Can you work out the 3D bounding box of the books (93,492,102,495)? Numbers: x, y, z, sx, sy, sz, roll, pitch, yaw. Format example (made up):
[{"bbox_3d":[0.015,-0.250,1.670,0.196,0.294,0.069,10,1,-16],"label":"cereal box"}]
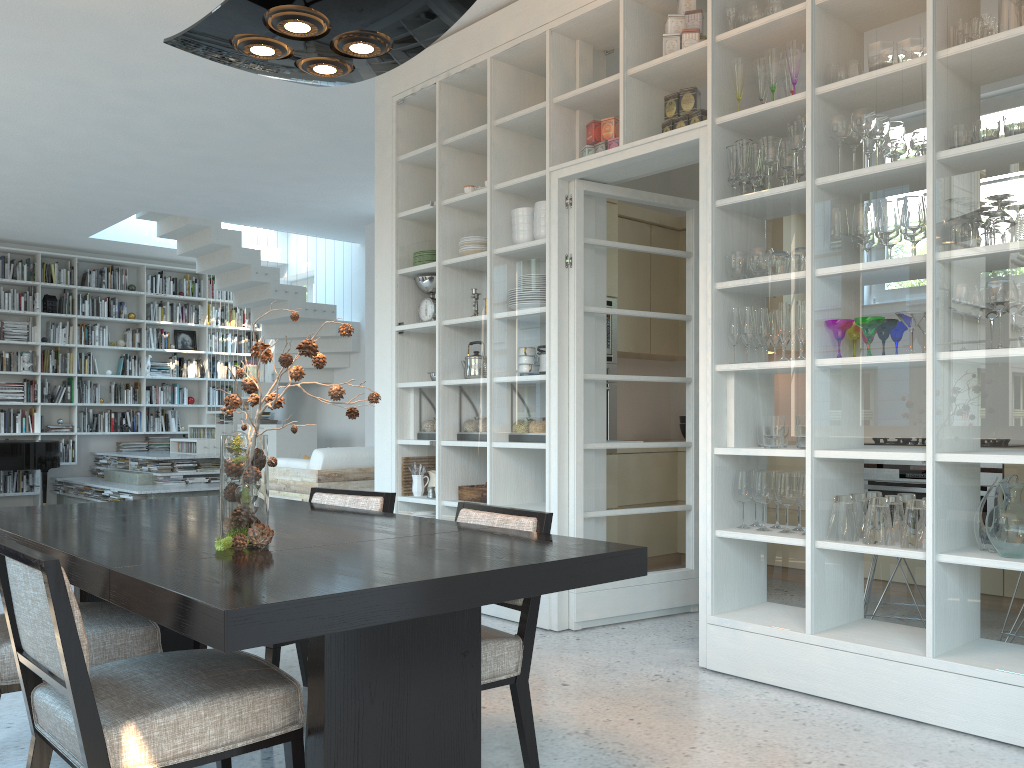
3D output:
[{"bbox_3d":[-4.562,0.923,9.897,0.244,0.025,0.160,-1,-1,43],"label":"books"}]

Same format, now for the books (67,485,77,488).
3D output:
[{"bbox_3d":[-5.191,0.903,10.584,0.180,0.015,0.294,1,-1,-44],"label":"books"}]

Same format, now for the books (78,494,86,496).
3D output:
[{"bbox_3d":[-4.973,0.981,10.359,0.180,0.014,0.157,-1,-1,45],"label":"books"}]

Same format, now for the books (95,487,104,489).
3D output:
[{"bbox_3d":[-4.556,0.860,9.904,0.160,0.008,0.239,1,-1,-41],"label":"books"}]

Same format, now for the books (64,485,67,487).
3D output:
[{"bbox_3d":[-5.381,0.915,10.827,0.143,0.019,0.230,1,-1,-41],"label":"books"}]

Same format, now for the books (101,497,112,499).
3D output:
[{"bbox_3d":[-4.358,0.948,9.669,0.180,0.008,0.267,1,-1,-43],"label":"books"}]

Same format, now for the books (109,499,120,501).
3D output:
[{"bbox_3d":[-4.161,0.949,9.440,0.191,0.006,0.275,1,-1,-40],"label":"books"}]

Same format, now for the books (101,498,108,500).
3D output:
[{"bbox_3d":[-4.355,0.964,9.671,0.171,0.005,0.297,1,-1,-43],"label":"books"}]

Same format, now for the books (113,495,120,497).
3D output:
[{"bbox_3d":[-4.150,0.910,9.452,0.150,0.004,0.290,1,-1,-38],"label":"books"}]

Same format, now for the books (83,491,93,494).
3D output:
[{"bbox_3d":[-4.772,0.934,10.124,0.182,0.013,0.287,1,-1,-41],"label":"books"}]

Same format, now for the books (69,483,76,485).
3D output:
[{"bbox_3d":[-5.184,0.874,10.592,0.159,0.006,0.285,1,-1,-40],"label":"books"}]

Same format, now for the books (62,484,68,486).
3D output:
[{"bbox_3d":[-5.390,0.901,10.819,0.160,0.009,0.291,1,-1,-40],"label":"books"}]

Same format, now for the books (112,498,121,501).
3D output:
[{"bbox_3d":[-4.150,0.943,9.451,0.170,0.006,0.268,1,-1,-42],"label":"books"}]

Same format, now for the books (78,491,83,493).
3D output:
[{"bbox_3d":[-4.972,0.948,10.360,0.164,0.012,0.205,1,-1,-42],"label":"books"}]

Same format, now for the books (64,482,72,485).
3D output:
[{"bbox_3d":[-5.379,0.885,10.830,0.135,0.014,0.297,1,-1,-41],"label":"books"}]

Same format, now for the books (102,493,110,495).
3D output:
[{"bbox_3d":[-4.360,0.907,9.668,0.182,0.017,0.180,-1,-1,45],"label":"books"}]

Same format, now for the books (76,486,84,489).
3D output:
[{"bbox_3d":[-4.985,0.893,10.350,0.182,0.016,0.198,1,-1,-37],"label":"books"}]

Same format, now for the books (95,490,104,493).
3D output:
[{"bbox_3d":[-4.554,0.902,9.905,0.239,0.017,0.142,-1,-1,44],"label":"books"}]

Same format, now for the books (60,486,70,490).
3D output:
[{"bbox_3d":[-5.403,0.938,10.806,0.191,0.028,0.212,1,-1,-38],"label":"books"}]

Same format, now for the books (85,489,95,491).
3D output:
[{"bbox_3d":[-4.766,0.902,10.131,0.169,0.009,0.241,1,-1,-42],"label":"books"}]

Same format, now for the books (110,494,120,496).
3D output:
[{"bbox_3d":[-4.158,0.895,9.445,0.281,0.013,0.168,-1,-1,43],"label":"books"}]

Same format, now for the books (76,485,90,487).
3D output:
[{"bbox_3d":[-4.980,0.877,10.356,0.252,0.015,0.171,-1,-1,45],"label":"books"}]

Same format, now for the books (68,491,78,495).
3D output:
[{"bbox_3d":[-5.191,0.977,10.582,0.177,0.026,0.230,1,-1,-39],"label":"books"}]

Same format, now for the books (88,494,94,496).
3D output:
[{"bbox_3d":[-4.754,0.959,10.140,0.132,0.009,0.269,1,-1,-41],"label":"books"}]

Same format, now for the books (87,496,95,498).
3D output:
[{"bbox_3d":[-4.759,0.981,10.134,0.147,0.008,0.236,1,-1,-43],"label":"books"}]

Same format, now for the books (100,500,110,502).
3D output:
[{"bbox_3d":[-4.366,0.977,9.660,0.224,0.005,0.193,-1,-1,44],"label":"books"}]

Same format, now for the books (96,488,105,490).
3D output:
[{"bbox_3d":[-4.553,0.867,9.907,0.157,0.007,0.268,1,-1,-42],"label":"books"}]

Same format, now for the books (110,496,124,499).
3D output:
[{"bbox_3d":[-4.159,0.919,9.443,0.191,0.015,0.246,1,-1,-41],"label":"books"}]

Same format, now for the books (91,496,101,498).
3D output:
[{"bbox_3d":[-4.571,0.959,9.888,0.189,0.009,0.290,1,-1,-39],"label":"books"}]

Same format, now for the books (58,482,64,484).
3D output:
[{"bbox_3d":[-5.575,0.892,11.048,0.133,0.017,0.231,1,-1,-41],"label":"books"}]

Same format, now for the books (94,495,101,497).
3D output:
[{"bbox_3d":[-4.557,0.950,9.901,0.290,0.008,0.147,-1,-1,44],"label":"books"}]

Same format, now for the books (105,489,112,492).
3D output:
[{"bbox_3d":[-4.350,0.864,9.678,0.139,0.013,0.288,1,-1,-37],"label":"books"}]

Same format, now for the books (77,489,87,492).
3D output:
[{"bbox_3d":[-4.977,0.928,10.357,0.246,0.011,0.159,-1,-1,44],"label":"books"}]

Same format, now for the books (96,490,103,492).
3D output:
[{"bbox_3d":[-4.552,0.889,9.907,0.150,0.008,0.217,1,-1,-43],"label":"books"}]

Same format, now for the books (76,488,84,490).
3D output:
[{"bbox_3d":[-4.980,0.905,10.355,0.241,0.009,0.169,-1,-1,44],"label":"books"}]

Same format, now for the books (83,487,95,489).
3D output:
[{"bbox_3d":[-4.774,0.877,10.124,0.249,0.012,0.179,-1,-1,45],"label":"books"}]

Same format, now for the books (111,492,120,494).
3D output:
[{"bbox_3d":[-4.152,0.877,9.451,0.175,0.006,0.251,1,-1,-42],"label":"books"}]

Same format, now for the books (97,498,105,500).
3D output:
[{"bbox_3d":[-4.555,0.976,9.902,0.142,0.012,0.291,1,-1,-38],"label":"books"}]

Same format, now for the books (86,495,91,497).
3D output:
[{"bbox_3d":[-4.771,0.973,10.124,0.161,0.008,0.254,1,-1,-37],"label":"books"}]

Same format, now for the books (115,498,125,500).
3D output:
[{"bbox_3d":[-4.144,0.934,9.456,0.154,0.014,0.196,1,-1,-42],"label":"books"}]

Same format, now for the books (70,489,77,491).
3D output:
[{"bbox_3d":[-5.176,0.946,10.596,0.149,0.007,0.300,1,-1,-42],"label":"books"}]

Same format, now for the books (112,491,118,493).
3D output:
[{"bbox_3d":[-4.159,0.861,9.445,0.178,0.010,0.195,1,-1,-37],"label":"books"}]

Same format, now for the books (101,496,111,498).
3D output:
[{"bbox_3d":[-4.362,0.938,9.665,0.189,0.013,0.215,1,-1,-44],"label":"books"}]

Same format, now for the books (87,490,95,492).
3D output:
[{"bbox_3d":[-4.763,0.910,10.133,0.155,0.009,0.297,1,-1,-41],"label":"books"}]

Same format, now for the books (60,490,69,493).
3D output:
[{"bbox_3d":[-5.397,0.979,10.811,0.189,0.030,0.237,1,-1,-42],"label":"books"}]

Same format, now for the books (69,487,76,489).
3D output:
[{"bbox_3d":[-5.189,0.921,10.585,0.171,0.020,0.193,1,-1,-38],"label":"books"}]

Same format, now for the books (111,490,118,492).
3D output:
[{"bbox_3d":[-4.160,0.848,9.445,0.182,0.016,0.256,1,-1,-39],"label":"books"}]

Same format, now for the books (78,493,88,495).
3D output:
[{"bbox_3d":[-4.967,0.970,10.365,0.140,0.008,0.283,1,-1,-44],"label":"books"}]

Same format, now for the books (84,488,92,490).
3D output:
[{"bbox_3d":[-4.772,0.890,10.126,0.235,0.014,0.165,-1,-1,43],"label":"books"}]

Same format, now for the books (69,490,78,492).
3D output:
[{"bbox_3d":[-5.186,0.957,10.587,0.172,0.014,0.221,1,-1,-41],"label":"books"}]

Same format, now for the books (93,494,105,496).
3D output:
[{"bbox_3d":[-4.563,0.941,9.895,0.177,0.011,0.220,1,-1,-40],"label":"books"}]

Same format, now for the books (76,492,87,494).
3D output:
[{"bbox_3d":[-4.976,0.959,10.357,0.292,0.012,0.159,-1,-1,45],"label":"books"}]

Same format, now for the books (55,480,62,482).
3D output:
[{"bbox_3d":[-5.586,0.875,11.038,0.158,0.014,0.234,1,-1,-44],"label":"books"}]

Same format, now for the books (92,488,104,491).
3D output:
[{"bbox_3d":[-4.563,0.878,9.897,0.281,0.014,0.170,-1,-1,45],"label":"books"}]

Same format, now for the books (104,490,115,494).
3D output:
[{"bbox_3d":[-4.349,0.884,9.679,0.222,0.028,0.141,-1,-1,43],"label":"books"}]

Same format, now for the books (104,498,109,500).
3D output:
[{"bbox_3d":[-4.353,0.957,9.672,0.158,0.009,0.275,1,-1,-39],"label":"books"}]
